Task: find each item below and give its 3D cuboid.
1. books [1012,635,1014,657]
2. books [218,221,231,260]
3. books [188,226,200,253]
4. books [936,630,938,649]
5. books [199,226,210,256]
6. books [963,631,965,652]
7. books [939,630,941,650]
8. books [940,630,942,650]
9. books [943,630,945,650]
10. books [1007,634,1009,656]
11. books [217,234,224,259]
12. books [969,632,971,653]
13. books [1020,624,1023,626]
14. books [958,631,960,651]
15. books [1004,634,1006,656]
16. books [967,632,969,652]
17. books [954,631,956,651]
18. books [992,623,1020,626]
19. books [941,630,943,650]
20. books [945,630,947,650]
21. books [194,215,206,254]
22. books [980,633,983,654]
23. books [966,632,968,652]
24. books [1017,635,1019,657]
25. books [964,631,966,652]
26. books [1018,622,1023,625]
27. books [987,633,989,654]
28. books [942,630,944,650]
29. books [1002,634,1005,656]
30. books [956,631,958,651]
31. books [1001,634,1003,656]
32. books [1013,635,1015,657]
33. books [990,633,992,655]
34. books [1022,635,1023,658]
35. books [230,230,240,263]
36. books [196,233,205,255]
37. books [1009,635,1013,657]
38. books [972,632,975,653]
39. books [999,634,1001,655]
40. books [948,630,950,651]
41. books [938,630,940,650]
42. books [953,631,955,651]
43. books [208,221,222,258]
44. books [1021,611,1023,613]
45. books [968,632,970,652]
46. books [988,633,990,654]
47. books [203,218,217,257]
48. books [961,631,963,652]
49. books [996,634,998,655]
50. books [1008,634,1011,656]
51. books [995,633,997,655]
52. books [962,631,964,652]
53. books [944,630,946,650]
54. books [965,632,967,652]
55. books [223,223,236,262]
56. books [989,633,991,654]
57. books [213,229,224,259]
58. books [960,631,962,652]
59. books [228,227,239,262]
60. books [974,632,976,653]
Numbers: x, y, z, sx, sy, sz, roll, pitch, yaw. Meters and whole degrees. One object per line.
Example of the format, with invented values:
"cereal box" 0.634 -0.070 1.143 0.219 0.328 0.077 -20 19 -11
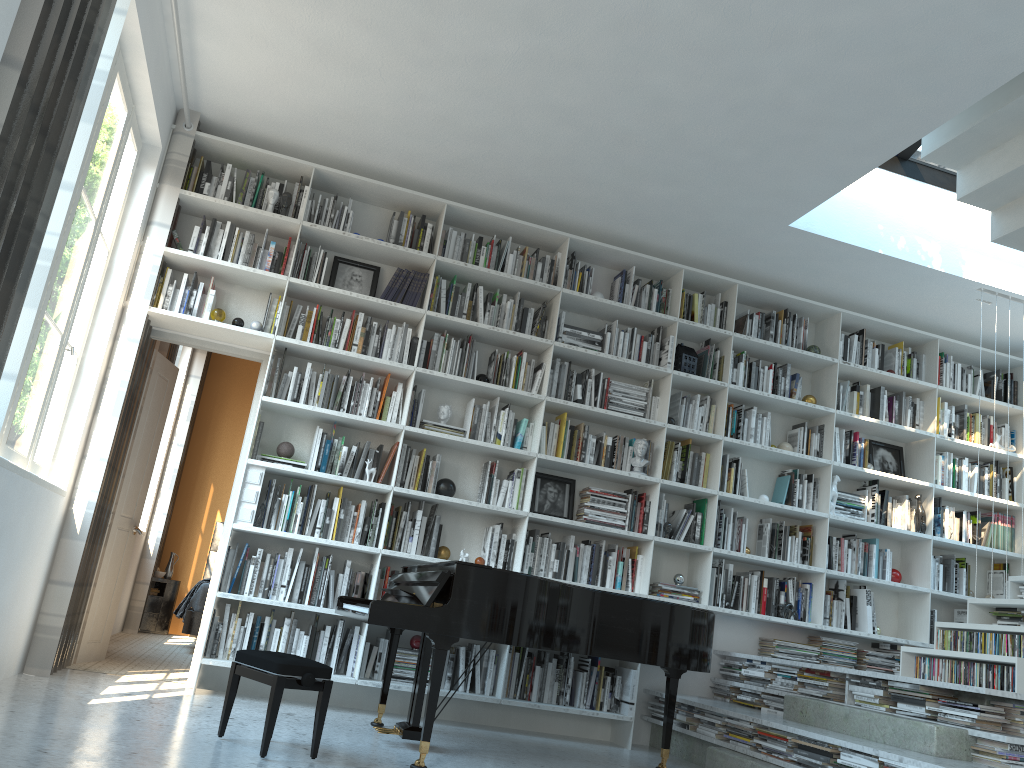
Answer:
"books" 2.732 1.415 4.749 0.125 0.125 0.009 13 -15 -14
"books" -1.742 -0.820 5.363 0.021 0.285 0.179 13 -15 -14
"books" -1.914 -0.820 5.332 0.034 0.217 0.166 13 -15 -14
"books" 2.575 1.531 5.264 0.125 0.125 0.009 13 -15 -14
"books" -1.849 -0.814 5.338 0.023 0.227 0.172 13 -15 -14
"books" 2.634 1.488 5.070 0.125 0.125 0.008 13 -15 -14
"books" 2.582 1.526 5.242 0.125 0.125 0.008 13 -15 -14
"books" 2.584 1.525 5.235 0.125 0.125 0.007 13 -15 -14
"books" 2.591 1.520 5.213 0.125 0.125 0.007 13 -15 -14
"books" 2.722 1.423 4.781 0.125 0.125 0.007 13 -15 -14
"books" -1.767 -0.783 5.364 0.010 0.208 0.165 13 -15 -14
"books" 2.648 1.478 5.026 0.125 0.125 0.007 13 -15 -14
"books" 3.063 1.401 5.071 0.175 0.016 0.208 14 -16 -19
"books" 2.623 1.496 5.106 0.125 0.125 0.007 13 -15 -14
"books" 2.718 1.426 4.796 0.125 0.125 0.013 13 -15 -14
"books" 2.643 1.481 5.040 0.125 0.125 0.007 13 -15 -14
"books" 2.615 1.502 5.134 0.125 0.125 0.010 13 -15 -14
"books" 3.002 1.447 5.282 0.159 0.012 0.226 11 -15 -6
"books" 2.586 1.523 5.228 0.125 0.125 0.008 13 -15 -14
"books" 2.595 1.516 5.198 0.125 0.125 0.010 13 -15 -14
"books" -1.887 -0.852 5.350 0.011 0.295 0.163 13 -15 -14
"books" 2.671 1.461 4.950 0.125 0.125 0.014 13 -15 -14
"books" 2.641 1.482 5.047 0.125 0.125 0.008 13 -15 -14
"books" 2.741 1.409 4.718 0.125 0.125 0.010 13 -15 -14
"books" 2.637 1.486 5.062 0.125 0.125 0.008 13 -15 -14
"books" 3.065 1.387 5.075 0.184 0.013 0.226 14 -16 -17
"books" 2.683 1.452 4.909 0.125 0.125 0.010 13 -15 -14
"books" 2.589 1.521 5.221 0.125 0.125 0.009 13 -15 -14
"books" 2.714 1.429 4.810 0.125 0.125 0.016 13 -15 -14
"books" 2.618 1.500 5.124 0.125 0.125 0.010 13 -15 -14
"books" 2.710 1.432 4.820 0.125 0.125 0.009 13 -15 -14
"books" 2.735 1.414 4.741 0.125 0.125 0.007 13 -15 -14
"books" 2.690 1.446 4.886 0.125 0.125 0.008 13 -15 -14
"books" 2.751 1.402 4.688 0.125 0.125 0.008 13 -15 -14
"books" -1.685 -0.786 5.384 0.012 0.248 0.192 13 -15 -14
"books" -1.881 -0.796 5.352 0.024 0.191 0.138 13 -15 -14
"books" 2.728 1.419 4.762 0.125 0.125 0.018 13 -15 -14
"books" 2.654 1.473 5.006 0.125 0.125 0.008 13 -15 -14
"books" 2.708 1.434 4.830 0.125 0.125 0.011 13 -15 -14
"books" 2.601 1.512 5.179 0.125 0.125 0.008 13 -15 -14
"books" 2.580 1.528 5.249 0.125 0.125 0.009 13 -15 -14
"books" 2.612 1.504 5.143 0.125 0.125 0.008 13 -15 -14
"books" -1.804 -0.828 5.374 0.028 0.287 0.133 13 -15 -14
"books" 3.075 1.325 5.091 0.177 0.014 0.194 14 -16 -19
"books" 2.646 1.479 5.033 0.125 0.125 0.007 13 -15 -14
"books" 2.686 1.449 4.900 0.125 0.125 0.008 13 -15 -14
"books" -1.822 -0.836 5.346 0.023 0.282 0.186 13 -15 -14
"books" 2.630 1.491 5.084 0.125 0.125 0.007 13 -15 -14
"books" 2.702 1.438 4.848 0.125 0.125 0.013 13 -15 -14
"books" 2.725 1.421 4.771 0.125 0.125 0.012 13 -15 -14
"books" 2.699 1.440 4.858 0.125 0.125 0.008 13 -15 -14
"books" 2.632 1.489 5.077 0.125 0.125 0.008 13 -15 -14
"books" 2.593 1.518 5.207 0.125 0.125 0.008 13 -15 -14
"books" 2.639 1.484 5.055 0.125 0.125 0.008 13 -15 -14
"books" -1.720 -0.812 5.389 0.037 0.291 0.156 13 -15 -14
"books" 2.688 1.448 4.893 0.125 0.125 0.008 13 -15 -14
"books" -1.784 -0.799 5.373 0.024 0.238 0.156 13 -15 -14
"books" 2.628 1.492 5.091 0.125 0.125 0.009 13 -15 -14
"books" -1.695 -0.798 5.384 0.013 0.268 0.162 13 -15 -14
"books" 2.657 1.471 4.996 0.125 0.125 0.012 13 -15 -14
